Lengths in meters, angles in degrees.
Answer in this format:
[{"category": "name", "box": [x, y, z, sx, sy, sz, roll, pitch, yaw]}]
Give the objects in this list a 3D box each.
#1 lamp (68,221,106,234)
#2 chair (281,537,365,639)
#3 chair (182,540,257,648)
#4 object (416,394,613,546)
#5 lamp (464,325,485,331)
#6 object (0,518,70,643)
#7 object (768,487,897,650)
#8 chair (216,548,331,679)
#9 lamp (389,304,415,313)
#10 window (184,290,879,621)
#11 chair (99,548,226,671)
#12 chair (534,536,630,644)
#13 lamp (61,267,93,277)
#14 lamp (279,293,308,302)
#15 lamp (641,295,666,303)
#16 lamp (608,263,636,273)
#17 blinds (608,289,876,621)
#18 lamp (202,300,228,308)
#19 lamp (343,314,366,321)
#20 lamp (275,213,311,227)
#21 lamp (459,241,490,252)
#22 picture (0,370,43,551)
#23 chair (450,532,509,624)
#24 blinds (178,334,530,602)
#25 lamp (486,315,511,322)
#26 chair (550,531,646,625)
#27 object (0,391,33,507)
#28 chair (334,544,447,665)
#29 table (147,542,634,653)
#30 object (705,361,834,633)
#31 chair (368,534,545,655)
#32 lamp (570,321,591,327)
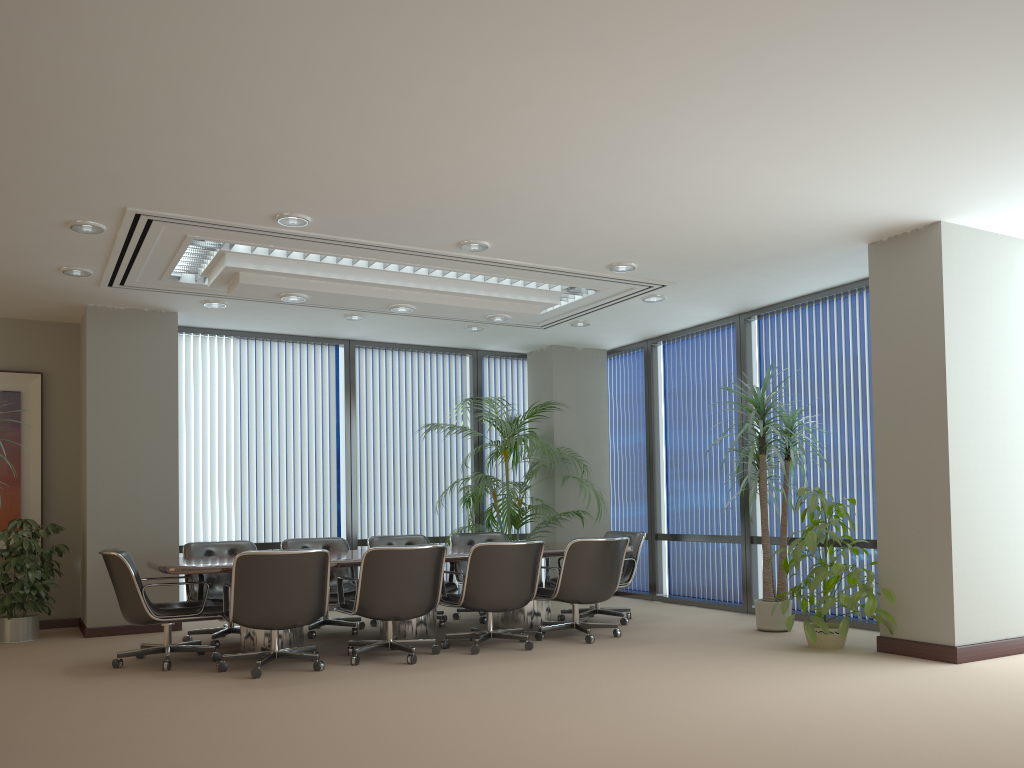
[{"category": "lamp", "box": [-2.838, -1.040, 5.890, 0.225, 0.035, 0.227, 3, -9, -26]}, {"category": "chair", "box": [-1.708, 1.844, 8.080, 0.759, 0.854, 0.858, 2, -6, -29]}, {"category": "chair", "box": [-2.431, 1.794, 7.630, 0.760, 0.854, 0.857, 2, -6, -34]}, {"category": "object", "box": [-0.019, 1.268, 10.017, 2.166, 2.466, 2.103, 0, -4, -9]}, {"category": "lamp", "box": [-0.399, -0.591, 9.427, 0.225, 0.035, 0.227, 0, -8, -5]}, {"category": "object", "box": [-4.455, 1.762, 7.975, 0.736, 1.088, 0.803, -1, -4, 2]}, {"category": "object", "box": [2.441, 1.436, 6.732, 0.982, 1.306, 0.859, -3, -4, 31]}, {"category": "chair", "box": [-1.683, 1.586, 6.228, 0.753, 0.854, 0.863, 1, -5, -25]}, {"category": "lamp", "box": [-0.948, -0.645, 7.618, 0.225, 0.035, 0.227, 0, -8, -5]}, {"category": "window", "box": [0.504, 0.956, 9.822, 7.380, 2.898, 3.555, -3, -6, 16]}, {"category": "chair", "box": [-2.607, 1.650, 6.570, 0.853, 0.854, 0.763, 2, -5, -29]}, {"category": "chair", "box": [0.549, 1.720, 7.470, 0.735, 0.854, 0.857, 2, -6, -34]}, {"category": "lamp", "box": [-3.437, -0.880, 6.963, 0.225, 0.035, 0.227, 1, -8, -12]}, {"category": "lamp", "box": [-1.773, -0.695, 7.157, 0.225, 0.035, 0.227, 1, -8, -12]}, {"category": "lamp", "box": [1.319, -0.790, 8.211, 0.225, 0.035, 0.226, 5, -10, -39]}, {"category": "lamp", "box": [0.891, -0.935, 7.118, 0.225, 0.035, 0.227, 0, -8, -5]}, {"category": "blinds", "box": [2.270, 0.842, 9.281, 0.050, 2.890, 4.964, 0, -6, -29]}, {"category": "lamp", "box": [-2.733, -0.731, 8.124, 0.225, 0.035, 0.227, 1, -8, -12]}, {"category": "lamp", "box": [-1.566, -0.661, 8.776, 0.225, 0.035, 0.227, 0, -8, -5]}, {"category": "lamp", "box": [-1.443, -1.075, 5.814, 0.225, 0.035, 0.226, 5, -10, -39]}, {"category": "lamp", "box": [-0.276, -1.005, 6.466, 0.225, 0.035, 0.227, 0, -8, -5]}, {"category": "picture", "box": [-5.171, 0.722, 8.341, 1.297, 1.738, 0.058, 1, -3, -29]}, {"category": "chair", "box": [-0.206, 1.928, 8.870, 0.759, 0.854, 0.858, 1, -5, -24]}, {"category": "blinds", "box": [-1.334, 1.050, 10.322, 4.899, 2.895, 0.032, 3, -3, -29]}, {"category": "lamp", "box": [-0.123, -0.596, 8.079, 0.225, 0.035, 0.227, 0, -8, -5]}, {"category": "chair", "box": [0.860, 1.859, 8.506, 0.853, 0.854, 0.763, 2, -5, -29]}, {"category": "object", "box": [-2.871, 0.660, 4.303, 0.808, 1.823, 0.819, -3, -4, 36]}, {"category": "chair", "box": [-0.892, 1.627, 6.619, 0.759, 0.854, 0.858, 2, -6, -29]}, {"category": "table", "box": [-0.898, 1.811, 7.558, 4.073, 0.745, 1.518, 3, -8, -29]}, {"category": "object", "box": [2.251, 0.999, 7.686, 1.020, 2.302, 1.034, -3, -4, 36]}, {"category": "chair", "box": [-0.559, 1.780, 7.763, 0.759, 0.852, 2.546, 2, -8, -29]}, {"category": "lamp", "box": [0.720, -0.630, 9.285, 0.225, 0.035, 0.227, 2, -8, -19]}]
